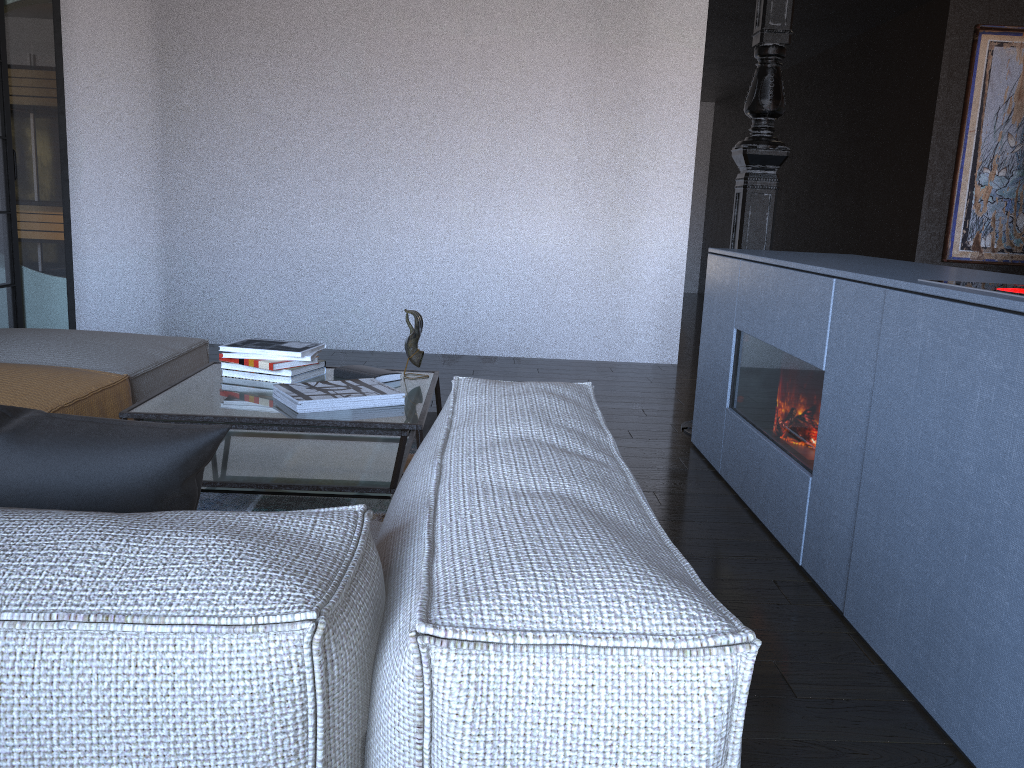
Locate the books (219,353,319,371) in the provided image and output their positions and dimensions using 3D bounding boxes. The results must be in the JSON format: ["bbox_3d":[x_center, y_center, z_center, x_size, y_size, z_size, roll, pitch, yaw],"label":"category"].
[{"bbox_3d":[-0.756,-0.079,2.763,0.239,0.023,0.190,10,13,32],"label":"books"}]

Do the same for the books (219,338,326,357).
[{"bbox_3d":[-0.746,-0.115,2.775,0.268,0.014,0.196,5,11,9],"label":"books"}]

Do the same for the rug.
[{"bbox_3d":[-0.403,0.355,3.015,1.432,0.013,2.361,2,11,-2],"label":"rug"}]

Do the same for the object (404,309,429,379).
[{"bbox_3d":[-0.323,-0.135,2.862,0.099,0.223,0.093,11,14,37],"label":"object"}]

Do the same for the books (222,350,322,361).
[{"bbox_3d":[-0.746,-0.100,2.778,0.268,0.014,0.196,2,11,-3],"label":"books"}]

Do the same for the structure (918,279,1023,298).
[{"bbox_3d":[1.175,-0.140,1.636,0.504,0.057,0.762,2,11,-2],"label":"structure"}]

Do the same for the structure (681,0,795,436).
[{"bbox_3d":[-2.675,-0.855,2.414,8.513,2.397,0.481,-1,12,-21],"label":"structure"}]

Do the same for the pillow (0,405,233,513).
[{"bbox_3d":[-0.603,0.144,1.054,0.538,0.417,0.238,0,12,-12],"label":"pillow"}]

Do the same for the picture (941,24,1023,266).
[{"bbox_3d":[3.241,-1.503,5.679,0.780,1.472,0.067,2,11,-2],"label":"picture"}]

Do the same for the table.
[{"bbox_3d":[-0.624,0.204,2.639,0.842,0.389,0.847,2,11,-2],"label":"table"}]

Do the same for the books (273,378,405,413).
[{"bbox_3d":[-0.484,0.030,2.476,0.308,0.038,0.225,-4,13,-31],"label":"books"}]

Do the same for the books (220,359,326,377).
[{"bbox_3d":[-0.749,-0.062,2.789,0.251,0.023,0.209,6,12,17],"label":"books"}]

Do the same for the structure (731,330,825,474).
[{"bbox_3d":[0.998,0.064,2.851,0.332,0.395,0.942,2,11,-2],"label":"structure"}]

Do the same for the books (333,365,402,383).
[{"bbox_3d":[-0.457,-0.033,2.818,0.181,0.029,0.129,11,13,35],"label":"books"}]

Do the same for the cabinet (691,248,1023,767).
[{"bbox_3d":[1.133,0.149,2.306,0.607,0.845,2.956,2,11,-2],"label":"cabinet"}]

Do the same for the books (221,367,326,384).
[{"bbox_3d":[-0.749,-0.040,2.793,0.247,0.024,0.209,6,12,17],"label":"books"}]

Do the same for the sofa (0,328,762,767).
[{"bbox_3d":[-1.098,0.145,2.250,2.536,0.698,3.296,2,11,-2],"label":"sofa"}]

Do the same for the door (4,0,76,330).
[{"bbox_3d":[-4.780,-1.577,5.475,4.185,2.596,0.138,2,11,-2],"label":"door"}]
